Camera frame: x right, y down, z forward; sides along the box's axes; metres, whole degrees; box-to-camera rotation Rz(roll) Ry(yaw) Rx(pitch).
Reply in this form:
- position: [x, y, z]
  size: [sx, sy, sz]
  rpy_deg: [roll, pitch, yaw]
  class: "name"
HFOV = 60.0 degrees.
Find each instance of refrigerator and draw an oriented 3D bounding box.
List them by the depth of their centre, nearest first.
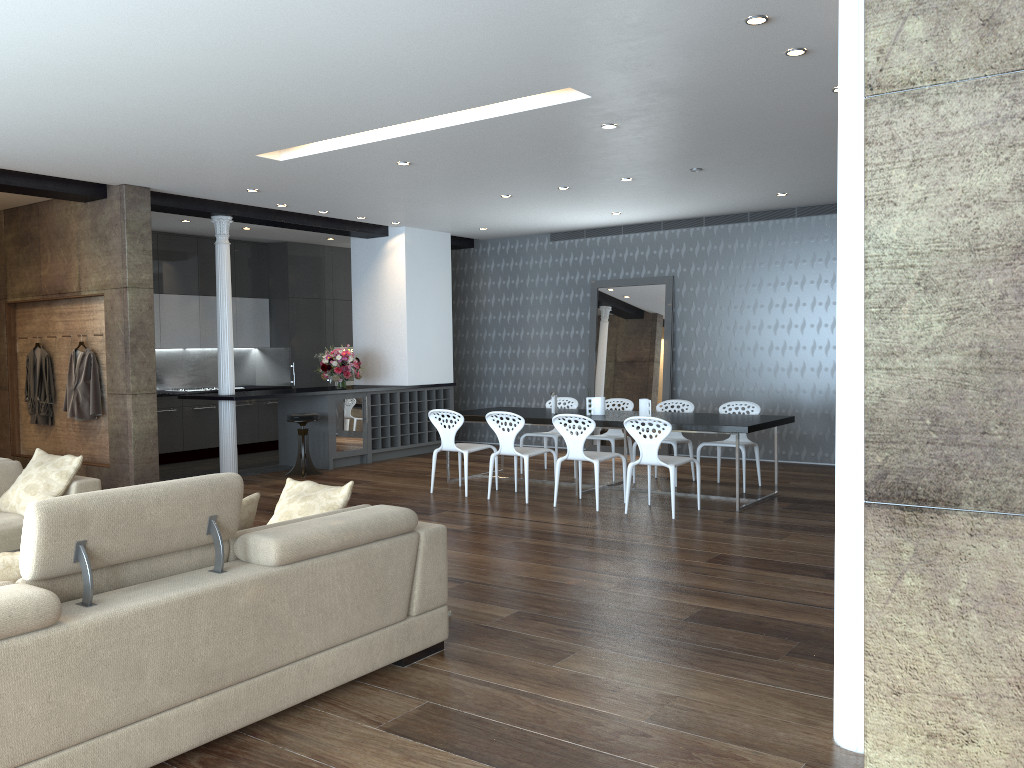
- position: [-1.979, 0.493, 10.768]
  size: [0.075, 0.774, 0.578]
  rpy_deg: [1, 3, 39]
  class: "refrigerator"

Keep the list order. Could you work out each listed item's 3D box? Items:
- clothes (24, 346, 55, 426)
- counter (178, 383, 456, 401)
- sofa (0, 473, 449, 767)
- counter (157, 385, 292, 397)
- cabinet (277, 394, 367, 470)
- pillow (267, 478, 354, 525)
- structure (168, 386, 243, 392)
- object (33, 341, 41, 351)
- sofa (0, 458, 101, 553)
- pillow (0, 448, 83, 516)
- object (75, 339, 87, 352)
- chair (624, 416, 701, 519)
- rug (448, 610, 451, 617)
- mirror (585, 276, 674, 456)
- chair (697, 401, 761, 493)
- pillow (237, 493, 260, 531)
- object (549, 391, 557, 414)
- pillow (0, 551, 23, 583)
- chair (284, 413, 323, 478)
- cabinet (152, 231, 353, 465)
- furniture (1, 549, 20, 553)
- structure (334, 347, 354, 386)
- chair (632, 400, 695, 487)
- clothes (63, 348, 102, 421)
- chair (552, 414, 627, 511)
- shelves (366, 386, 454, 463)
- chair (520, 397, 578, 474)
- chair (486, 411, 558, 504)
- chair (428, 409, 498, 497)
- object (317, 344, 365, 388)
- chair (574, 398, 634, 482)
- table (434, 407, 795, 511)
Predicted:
- position: [-5.067, 0.018, 9.466]
  size: [0.569, 0.855, 0.141]
  rpy_deg: [1, 3, 36]
  class: "clothes"
- position: [-2.254, 0.074, 11.119]
  size: [1.000, 0.040, 3.700]
  rpy_deg: [1, 3, 36]
  class: "counter"
- position: [-1.451, 0.818, 3.386]
  size: [1.021, 0.950, 2.581]
  rpy_deg: [1, 3, 36]
  class: "sofa"
- position: [-4.552, 0.213, 11.602]
  size: [0.807, 0.223, 3.597]
  rpy_deg: [1, 3, 36]
  class: "counter"
- position: [-2.346, 0.549, 10.999]
  size: [0.900, 0.897, 0.642]
  rpy_deg: [1, 3, 36]
  class: "cabinet"
- position: [-1.045, 0.665, 4.336]
  size: [0.518, 0.393, 0.395]
  rpy_deg: [1, 3, 39]
  class: "pillow"
- position: [-4.168, 0.079, 12.064]
  size: [0.520, 0.066, 0.900]
  rpy_deg: [1, 3, 36]
  class: "structure"
- position: [-5.059, -0.396, 9.458]
  size: [0.430, 0.219, 0.010]
  rpy_deg: [1, 3, 36]
  class: "object"
- position: [-3.848, 0.786, 5.099]
  size: [1.021, 0.950, 2.581]
  rpy_deg: [1, 3, 36]
  class: "sofa"
- position: [-3.078, 0.639, 5.789]
  size: [0.518, 0.393, 0.395]
  rpy_deg: [1, 3, 32]
  class: "pillow"
- position: [-4.332, -0.386, 8.925]
  size: [0.430, 0.219, 0.010]
  rpy_deg: [1, 3, 36]
  class: "object"
- position: [1.236, 0.667, 7.440]
  size: [0.495, 0.835, 0.581]
  rpy_deg: [1, 3, 36]
  class: "chair"
- position: [-2.763, 1.286, 3.819]
  size: [2.972, 0.020, 4.231]
  rpy_deg: [1, 3, 36]
  class: "rug"
- position: [1.521, -0.231, 11.556]
  size: [1.200, 2.294, 0.240]
  rpy_deg: [1, 3, 36]
  class: "mirror"
- position: [2.166, 0.600, 8.740]
  size: [0.495, 0.835, 0.581]
  rpy_deg: [1, 3, 36]
  class: "chair"
- position: [-1.294, 0.678, 3.579]
  size: [0.301, 0.439, 0.534]
  rpy_deg: [1, 3, 39]
  class: "pillow"
- position: [0.415, 0.185, 9.024]
  size: [0.076, 0.233, 0.161]
  rpy_deg: [0, 2, 17]
  class: "object"
- position: [-1.667, 0.714, 3.079]
  size: [0.368, 0.416, 0.519]
  rpy_deg: [1, 3, 40]
  class: "pillow"
- position: [-0.148, 0.882, 7.533]
  size: [21.556, 0.952, 16.134]
  rpy_deg: [1, 3, 36]
  class: "chair"
- position: [-3.447, -0.568, 13.117]
  size: [0.827, 2.980, 7.409]
  rpy_deg: [1, 3, 36]
  class: "cabinet"
- position: [-2.272, 1.063, 4.541]
  size: [1.057, 0.355, 1.057]
  rpy_deg: [1, 3, 37]
  class: "furniture"
- position: [-2.744, -0.280, 13.916]
  size: [0.591, 0.596, 0.595]
  rpy_deg: [1, 3, 36]
  class: "structure"
- position: [1.594, 0.593, 9.148]
  size: [0.495, 0.835, 0.581]
  rpy_deg: [1, 3, 36]
  class: "chair"
- position: [-4.343, 0.002, 8.934]
  size: [0.700, 0.735, 0.173]
  rpy_deg: [1, 3, 34]
  class: "clothes"
- position: [0.659, 0.660, 7.829]
  size: [0.495, 0.835, 0.581]
  rpy_deg: [1, 3, 36]
  class: "chair"
- position: [-1.666, 0.500, 11.950]
  size: [0.900, 0.897, 1.700]
  rpy_deg: [1, 3, 36]
  class: "shelves"
- position: [0.451, 0.578, 9.964]
  size: [0.495, 0.835, 0.581]
  rpy_deg: [1, 3, 36]
  class: "chair"
- position: [0.064, 0.652, 8.265]
  size: [0.495, 0.835, 0.581]
  rpy_deg: [1, 3, 36]
  class: "chair"
- position: [-0.504, 0.645, 8.676]
  size: [0.495, 0.835, 0.581]
  rpy_deg: [1, 3, 36]
  class: "chair"
- position: [-2.143, -0.221, 11.099]
  size: [0.570, 0.552, 0.544]
  rpy_deg: [1, 3, 42]
  class: "object"
- position: [1.023, 0.585, 9.556]
  size: [0.495, 0.835, 0.581]
  rpy_deg: [1, 3, 36]
  class: "chair"
- position: [0.909, 0.670, 8.775]
  size: [3.400, 0.733, 1.200]
  rpy_deg: [1, 3, 36]
  class: "table"
